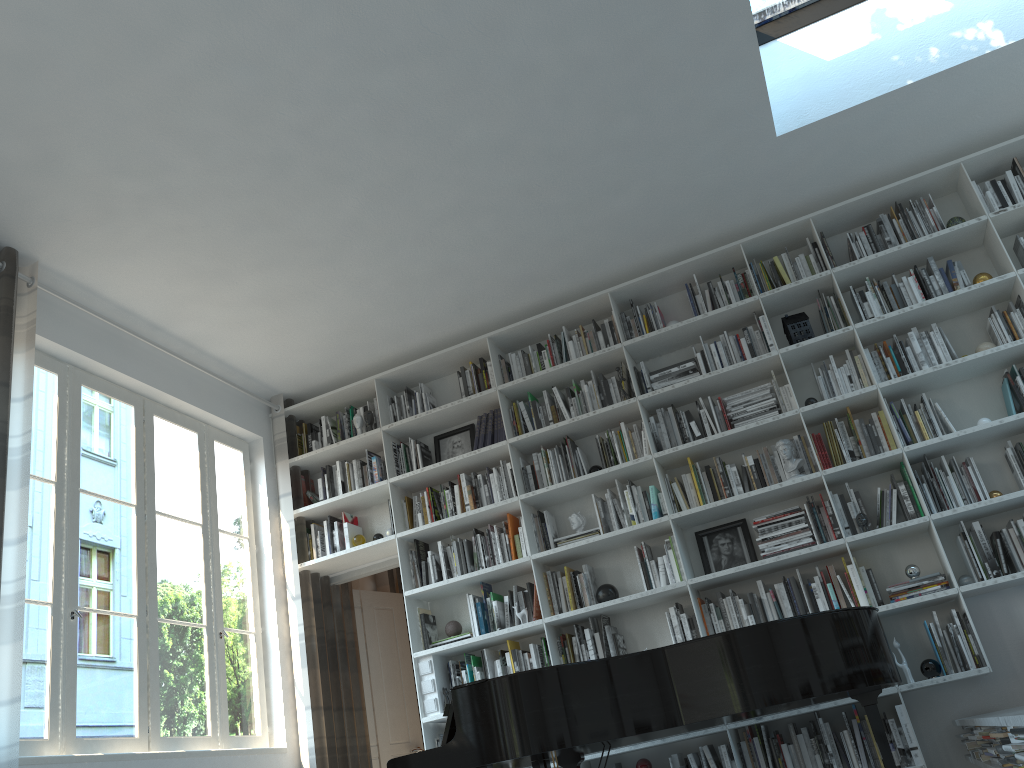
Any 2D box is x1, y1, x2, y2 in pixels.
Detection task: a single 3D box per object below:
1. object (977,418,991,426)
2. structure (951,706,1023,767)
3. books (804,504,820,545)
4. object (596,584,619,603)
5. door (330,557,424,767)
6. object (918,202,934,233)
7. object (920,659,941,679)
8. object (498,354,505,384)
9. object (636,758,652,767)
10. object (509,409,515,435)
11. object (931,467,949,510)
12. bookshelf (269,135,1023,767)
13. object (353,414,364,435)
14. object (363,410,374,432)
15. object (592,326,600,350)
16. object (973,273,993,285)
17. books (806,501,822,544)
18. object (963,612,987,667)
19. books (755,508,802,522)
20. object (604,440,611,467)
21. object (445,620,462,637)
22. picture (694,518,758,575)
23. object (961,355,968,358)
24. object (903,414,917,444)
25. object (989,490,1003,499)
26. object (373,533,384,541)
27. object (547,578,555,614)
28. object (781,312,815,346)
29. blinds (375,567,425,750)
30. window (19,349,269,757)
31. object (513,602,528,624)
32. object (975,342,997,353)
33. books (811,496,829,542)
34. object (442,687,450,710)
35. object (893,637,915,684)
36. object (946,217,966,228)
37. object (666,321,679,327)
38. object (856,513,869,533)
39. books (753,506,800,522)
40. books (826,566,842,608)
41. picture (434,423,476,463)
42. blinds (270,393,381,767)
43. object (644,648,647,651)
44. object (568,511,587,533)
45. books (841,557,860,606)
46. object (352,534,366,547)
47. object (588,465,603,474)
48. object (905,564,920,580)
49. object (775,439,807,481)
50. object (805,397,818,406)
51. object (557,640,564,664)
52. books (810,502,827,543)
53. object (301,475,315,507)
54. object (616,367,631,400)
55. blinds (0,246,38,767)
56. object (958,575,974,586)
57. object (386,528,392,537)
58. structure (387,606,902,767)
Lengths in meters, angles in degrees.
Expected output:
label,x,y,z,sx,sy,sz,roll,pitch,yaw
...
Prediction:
label,x,y,z,sx,sy,sz,roll,pitch,yaw
object,2.456,0.211,4.605,0.071,0.072,0.072,-1,-27,-21
structure,2.805,0.745,2.673,2.902,0.656,3.124,-19,-26,16
books,1.634,0.786,4.802,0.012,0.253,0.161,-19,-26,16
object,0.548,1.215,5.093,0.134,0.134,0.134,-1,-27,-21
door,-0.633,2.232,5.885,0.835,1.971,0.789,-19,-26,16
object,2.398,-0.899,5.110,0.006,0.296,0.130,-19,-25,16
object,2.023,1.377,4.284,0.093,0.094,0.094,-1,-27,-21
object,-0.031,-0.041,5.842,0.012,0.284,0.160,-19,-26,16
object,0.700,2.032,4.703,0.086,0.086,0.086,-10,-25,-4
object,0.040,0.299,5.683,0.012,0.253,0.161,-19,-26,16
object,2.242,0.577,4.641,0.007,0.265,0.135,-19,-26,16
bookshelf,1.514,0.658,4.835,6.303,3.128,0.331,-19,-25,16
object,-1.030,0.294,5.977,0.067,0.197,0.067,2,-28,-27
object,-0.956,0.268,5.955,0.067,0.197,0.067,2,-28,-27
object,0.567,-0.233,5.652,0.010,0.245,0.158,-19,-26,16
object,2.554,-0.553,4.807,0.100,0.101,0.101,-10,-25,-4
books,1.643,0.778,4.798,0.011,0.259,0.185,-19,-26,16
object,2.237,1.239,4.282,0.011,0.259,0.142,-19,-26,16
books,1.473,0.740,4.892,0.254,0.012,0.161,-18,-26,13
object,0.607,0.465,5.384,0.010,0.224,0.143,-19,-26,16
object,-0.354,1.490,5.381,0.105,0.106,0.106,-10,-25,-4
picture,1.209,0.936,4.994,0.300,0.298,0.078,-19,-25,16
object,2.440,-0.121,4.762,0.068,0.068,0.068,-10,-25,-4
object,2.148,0.279,4.774,0.013,0.207,0.140,-19,-26,16
object,2.458,0.577,4.507,0.071,0.072,0.072,-1,-27,-21
object,-0.872,1.011,5.789,0.071,0.072,0.072,-10,-25,-4
object,0.258,1.270,5.240,0.012,0.269,0.131,-19,-26,16
object,1.655,-0.301,5.118,0.135,0.247,0.136,-15,-25,7
blinds,-0.776,2.035,6.893,0.140,3.216,0.779,-19,-25,16
window,-1.964,0.952,4.782,0.073,2.000,1.990,-19,-26,16
object,0.051,1.324,5.107,0.081,0.139,0.044,-12,-24,1
object,2.549,-0.169,4.760,0.111,0.112,0.112,-10,-25,-4
books,1.676,0.758,4.803,0.011,0.287,0.152,-19,-26,16
object,-0.380,1.830,5.127,0.045,0.146,0.045,4,-29,-31
object,1.898,1.347,4.323,0.053,0.223,0.046,-25,-28,26
object,2.483,-0.882,4.953,0.104,0.105,0.104,-1,-27,-21
object,0.997,-0.337,5.453,0.105,0.105,0.105,-10,-25,-4
object,1.811,0.718,4.569,0.054,0.113,0.079,-19,-25,15
books,1.470,0.729,4.895,0.254,0.012,0.161,-21,-26,19
books,1.707,1.103,4.673,0.010,0.282,0.132,-19,-26,16
picture,-0.371,0.435,5.863,0.300,0.298,0.078,-19,-25,16
blinds,-1.217,1.641,5.868,0.140,3.216,0.779,-19,-25,16
object,0.759,1.484,4.837,0.060,0.094,0.078,-28,-29,31
object,0.395,0.838,5.324,0.095,0.156,0.121,-26,-28,28
books,1.784,1.064,4.644,0.011,0.299,0.149,-19,-26,16
object,-0.997,1.024,5.782,0.087,0.087,0.087,-1,-27,-21
object,0.509,0.538,5.341,0.097,0.098,0.097,-1,-27,-21
object,2.017,0.945,4.464,0.071,0.072,0.072,-1,-27,-21
object,1.517,0.421,4.835,0.137,0.242,0.138,-5,-26,-16
object,1.664,0.111,4.928,0.071,0.072,0.072,-1,-27,-21
object,0.313,1.602,5.079,0.012,0.253,0.161,-19,-26,16
books,1.668,0.776,4.800,0.013,0.255,0.163,-19,-26,16
object,-1.402,0.777,6.110,0.035,0.294,0.177,-19,-26,16
object,0.675,0.009,5.350,0.075,0.253,0.075,-10,-25,-3
blinds,-2.260,0.708,3.440,0.140,3.216,0.779,-19,-25,16
object,2.269,0.989,4.430,0.071,0.072,0.072,-1,-27,-21
object,-0.783,0.970,5.743,0.071,0.072,0.072,-10,-25,-4
structure,0.670,1.546,3.648,1.920,0.829,1.339,-19,-26,16
